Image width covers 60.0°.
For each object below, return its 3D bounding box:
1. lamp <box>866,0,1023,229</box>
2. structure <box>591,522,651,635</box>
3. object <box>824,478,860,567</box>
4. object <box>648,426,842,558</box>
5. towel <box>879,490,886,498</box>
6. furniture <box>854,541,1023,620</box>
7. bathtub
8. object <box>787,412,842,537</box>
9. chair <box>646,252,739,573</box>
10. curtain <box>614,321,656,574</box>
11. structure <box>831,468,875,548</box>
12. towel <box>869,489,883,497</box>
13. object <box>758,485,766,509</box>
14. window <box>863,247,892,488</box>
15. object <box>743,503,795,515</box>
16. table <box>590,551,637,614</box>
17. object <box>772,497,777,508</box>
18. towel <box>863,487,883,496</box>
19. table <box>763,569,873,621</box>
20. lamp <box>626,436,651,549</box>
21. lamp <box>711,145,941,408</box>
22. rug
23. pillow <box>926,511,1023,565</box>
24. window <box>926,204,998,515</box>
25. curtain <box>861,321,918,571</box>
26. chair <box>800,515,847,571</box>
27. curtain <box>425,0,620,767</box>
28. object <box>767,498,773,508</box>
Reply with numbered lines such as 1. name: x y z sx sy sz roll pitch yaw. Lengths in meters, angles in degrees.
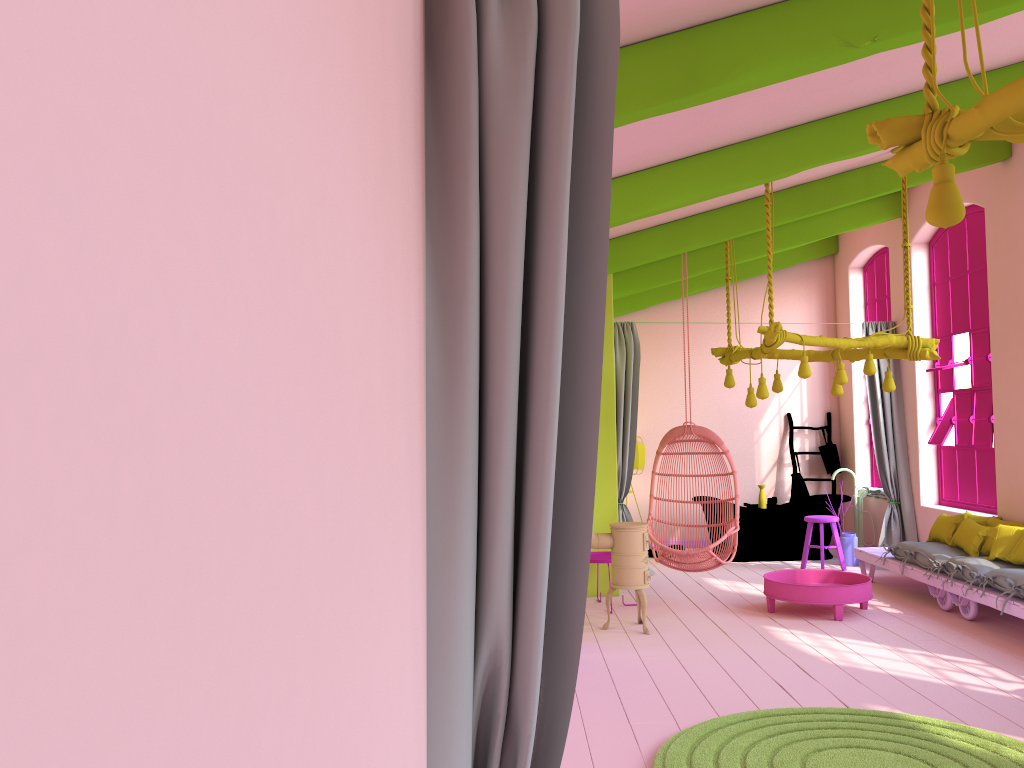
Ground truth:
1. lamp: 1.655 -1.406 2.123 1.610 2.263 1.776 0 -3 -18
2. structure: 0.820 0.540 7.142 0.577 2.813 0.403 -2 -3 17
3. object: 3.745 1.546 9.982 0.451 0.987 0.277 -4 -3 44
4. object: 2.821 1.154 7.778 2.827 1.579 7.869 -1 -3 1
5. towel: 4.434 1.279 10.325 0.262 0.102 0.247 -1 -3 -4
6. furniture: 3.896 1.641 7.291 0.907 0.507 3.778 -1 -3 0
7. bathtub: 3.144 1.725 10.740 1.889 0.739 0.826 -1 -3 0
8. object: 3.927 1.247 11.492 0.603 1.764 0.410 -1 -2 0
9. chair: 1.582 0.122 7.999 0.860 3.128 0.806 -2 -3 20
10. curtain: 1.216 0.671 9.740 0.518 2.784 0.525 0 -3 -19
11. structure: 4.140 1.550 10.726 0.452 1.061 0.254 -4 -3 43
12. towel: 4.436 1.293 10.594 0.247 0.102 0.262 -1 -3 -9
13. object: 3.025 1.381 10.724 0.097 0.320 0.097 -2 -3 11
14. window: 4.527 -0.157 10.668 0.072 3.045 1.275 -1 -3 0
15. object: 3.107 1.514 10.749 0.360 0.068 1.324 -1 -3 0
16. table: 0.821 1.759 7.931 0.596 0.458 0.596 -3 -4 37
17. object: 3.173 1.451 10.719 0.069 0.170 0.069 -2 -3 19
18. towel: 4.436 1.308 10.862 0.262 0.102 0.247 -1 -3 1
19. table: 2.606 1.792 7.574 0.885 0.285 0.886 -3 -3 26
20. lamp: 1.473 1.410 11.384 0.491 1.466 0.476 -3 -3 30
21. lamp: 2.407 -0.929 7.652 1.610 2.263 1.776 0 -3 -18
22. rug: 1.588 1.737 3.917 1.889 0.050 1.890 0 -3 -12
23. pillow: 4.057 1.278 7.388 0.578 0.399 1.998 -1 -3 0
24. window: 4.525 -0.250 8.760 0.551 3.008 1.514 -1 -3 0
25. curtain: 4.155 0.668 9.727 0.518 2.784 0.525 -2 -3 19
26. chair: 3.348 1.736 9.632 0.473 0.593 0.446 0 -3 -31
27. curtain: 0.001 0.274 1.649 0.518 2.784 0.525 0 -3 -19
28. object: 3.073 1.444 10.557 0.069 0.170 0.069 -2 -3 19
